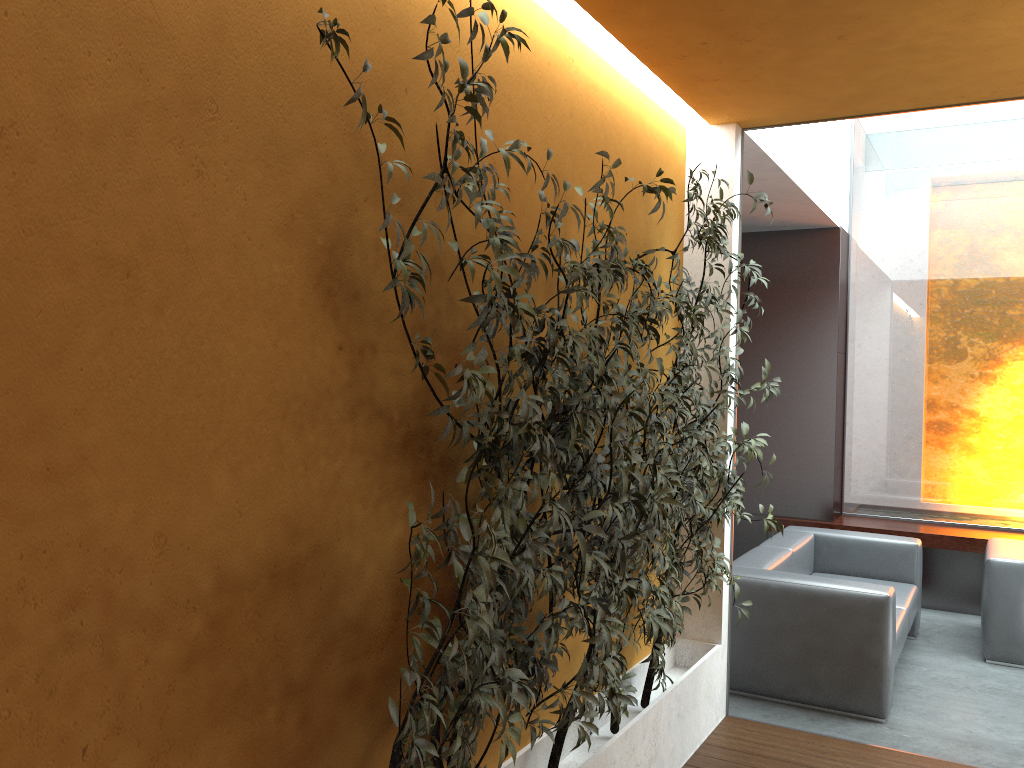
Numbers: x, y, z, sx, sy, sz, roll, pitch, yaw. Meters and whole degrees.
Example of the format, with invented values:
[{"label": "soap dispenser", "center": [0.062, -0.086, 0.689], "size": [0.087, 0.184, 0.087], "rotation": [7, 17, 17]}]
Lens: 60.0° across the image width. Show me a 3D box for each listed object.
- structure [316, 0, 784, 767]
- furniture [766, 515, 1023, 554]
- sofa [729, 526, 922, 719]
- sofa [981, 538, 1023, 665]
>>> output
[{"label": "structure", "center": [0.374, 0.176, 3.067], "size": [0.622, 2.483, 3.166], "rotation": [2, 0, 28]}, {"label": "furniture", "center": [4.877, 1.244, 6.180], "size": [6.000, 0.109, 0.600], "rotation": [2, 0, 29]}, {"label": "sofa", "center": [1.982, 1.372, 5.561], "size": [0.943, 0.652, 2.025], "rotation": [2, 0, 29]}, {"label": "sofa", "center": [4.369, 1.435, 5.278], "size": [2.781, 0.652, 0.943], "rotation": [2, 0, 29]}]
